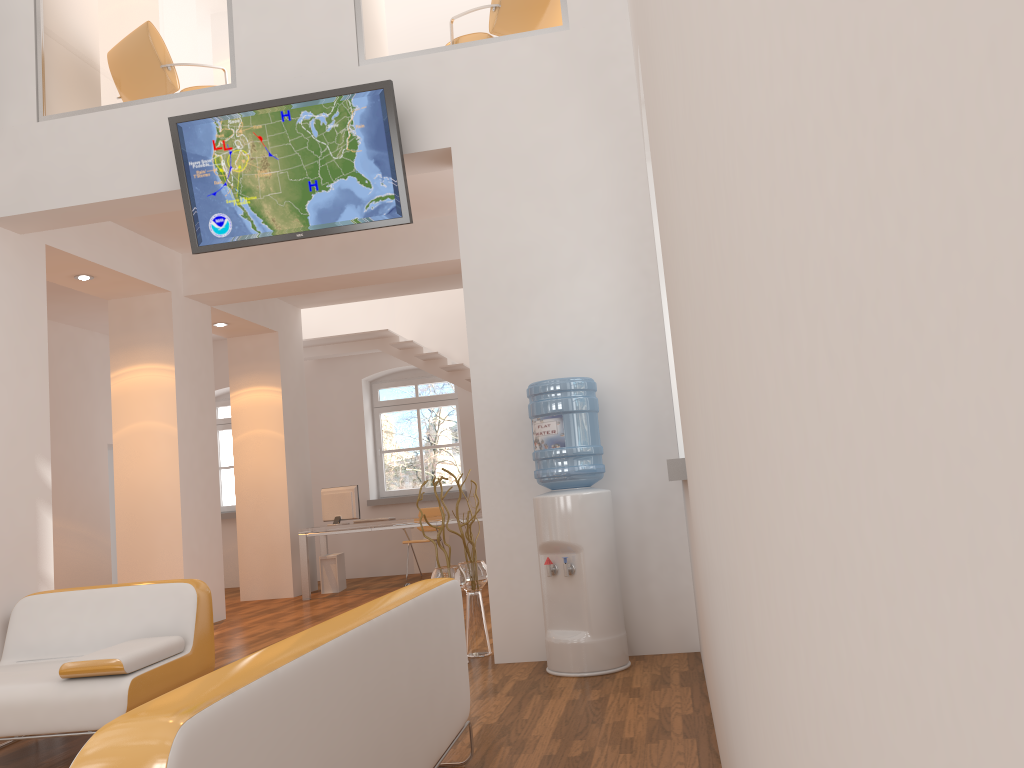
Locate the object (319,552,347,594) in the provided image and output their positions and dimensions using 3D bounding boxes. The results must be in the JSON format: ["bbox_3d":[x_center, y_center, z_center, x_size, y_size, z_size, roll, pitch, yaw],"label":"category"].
[{"bbox_3d":[-2.049,2.167,10.161,0.200,0.422,0.474,-5,-7,-1],"label":"object"}]

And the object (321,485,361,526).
[{"bbox_3d":[-1.958,1.362,9.905,0.516,0.418,0.245,-11,-9,39],"label":"object"}]

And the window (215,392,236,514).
[{"bbox_3d":[-3.623,0.916,12.484,1.308,1.737,0.142,-6,-7,9],"label":"window"}]

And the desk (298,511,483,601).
[{"bbox_3d":[-1.129,1.884,9.954,2.239,0.750,1.092,-5,-7,-1],"label":"desk"}]

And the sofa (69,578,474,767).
[{"bbox_3d":[-0.700,0.934,2.202,0.825,0.661,2.010,-6,-7,8],"label":"sofa"}]

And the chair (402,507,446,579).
[{"bbox_3d":[-1.061,1.946,10.905,0.495,0.829,0.464,-8,-8,24],"label":"chair"}]

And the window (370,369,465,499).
[{"bbox_3d":[-1.261,0.655,12.096,1.308,1.737,0.142,-6,-7,9],"label":"window"}]

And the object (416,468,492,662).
[{"bbox_3d":[-0.277,1.048,5.281,0.284,1.112,0.655,-9,-8,30],"label":"object"}]

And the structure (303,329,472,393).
[{"bbox_3d":[-0.596,0.674,9.859,4.630,3.042,3.450,-6,-7,9],"label":"structure"}]

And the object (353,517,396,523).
[{"bbox_3d":[-1.590,1.566,10.247,0.467,0.031,0.200,-8,-7,19],"label":"object"}]

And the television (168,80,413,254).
[{"bbox_3d":[-1.322,-1.272,5.274,1.388,0.803,0.266,-6,-7,9],"label":"television"}]

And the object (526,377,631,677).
[{"bbox_3d":[0.328,0.725,4.658,0.436,1.490,0.436,-4,-7,-5],"label":"object"}]

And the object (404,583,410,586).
[{"bbox_3d":[-1.176,2.262,9.983,0.054,0.035,0.115,-8,-7,19],"label":"object"}]

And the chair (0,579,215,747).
[{"bbox_3d":[-1.901,1.244,3.852,0.923,0.661,0.825,-6,-7,4],"label":"chair"}]
